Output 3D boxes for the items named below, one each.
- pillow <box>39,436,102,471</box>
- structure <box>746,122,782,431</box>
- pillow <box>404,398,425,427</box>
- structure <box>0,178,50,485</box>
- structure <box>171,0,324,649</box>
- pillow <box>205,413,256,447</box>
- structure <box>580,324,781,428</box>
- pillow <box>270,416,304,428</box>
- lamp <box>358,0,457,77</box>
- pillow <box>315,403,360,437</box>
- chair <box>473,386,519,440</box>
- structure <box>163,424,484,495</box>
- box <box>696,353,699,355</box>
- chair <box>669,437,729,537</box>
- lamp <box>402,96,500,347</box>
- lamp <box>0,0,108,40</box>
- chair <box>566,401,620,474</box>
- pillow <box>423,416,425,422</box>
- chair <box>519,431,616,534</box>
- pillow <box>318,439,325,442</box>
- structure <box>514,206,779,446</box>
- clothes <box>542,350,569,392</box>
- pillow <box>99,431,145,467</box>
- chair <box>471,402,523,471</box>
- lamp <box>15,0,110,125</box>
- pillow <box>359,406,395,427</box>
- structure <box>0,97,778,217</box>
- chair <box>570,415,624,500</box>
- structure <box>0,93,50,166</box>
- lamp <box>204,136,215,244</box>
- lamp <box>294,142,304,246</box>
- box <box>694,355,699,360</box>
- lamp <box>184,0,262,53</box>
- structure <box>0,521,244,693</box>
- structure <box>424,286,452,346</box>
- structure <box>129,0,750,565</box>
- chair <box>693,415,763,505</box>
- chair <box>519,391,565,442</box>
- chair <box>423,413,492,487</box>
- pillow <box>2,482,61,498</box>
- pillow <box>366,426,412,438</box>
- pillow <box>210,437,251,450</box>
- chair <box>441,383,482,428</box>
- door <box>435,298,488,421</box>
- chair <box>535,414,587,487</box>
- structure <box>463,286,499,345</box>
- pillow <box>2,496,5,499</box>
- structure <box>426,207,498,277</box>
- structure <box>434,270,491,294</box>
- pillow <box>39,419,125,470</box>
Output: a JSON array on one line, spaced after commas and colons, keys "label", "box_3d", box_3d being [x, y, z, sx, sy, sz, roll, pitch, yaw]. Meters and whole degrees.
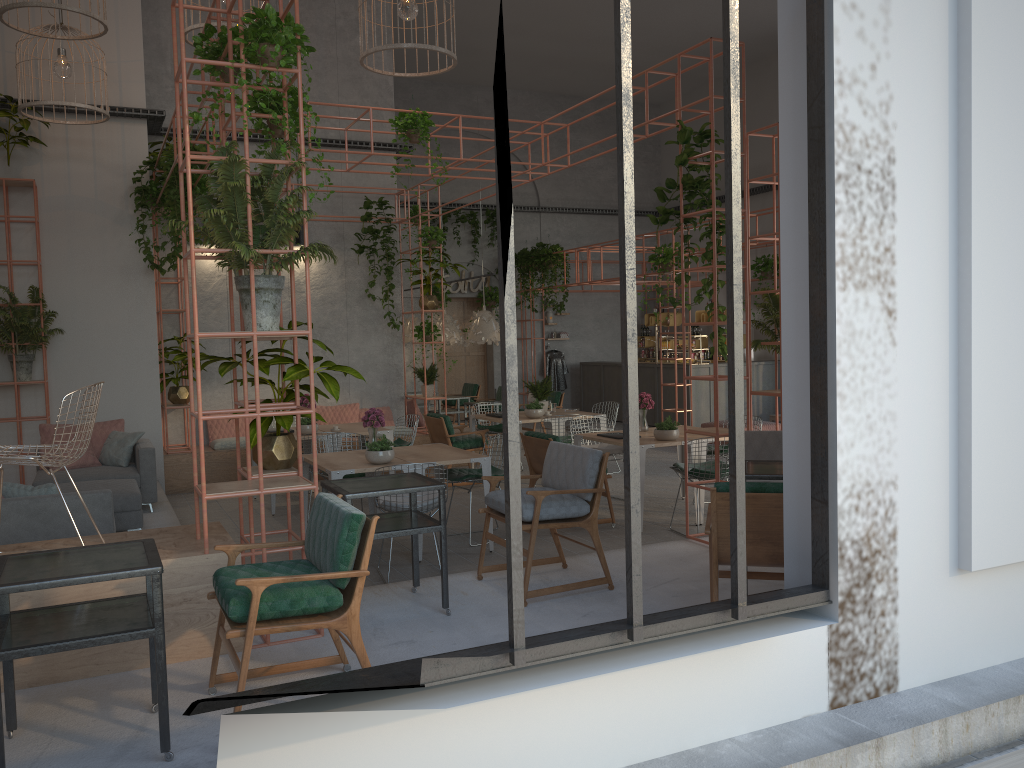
[{"label": "pillow", "box_3d": [-4.561, 0.719, 9.160, 0.479, 0.317, 0.441, -5, 4, -44]}, {"label": "structure", "box_3d": [2.477, -0.425, 7.856, 0.624, 3.602, 0.424, -3, 3, -25]}, {"label": "pillow", "box_3d": [-1.641, 0.437, 13.891, 0.276, 0.474, 0.839, -4, 4, -35]}, {"label": "structure", "box_3d": [-5.723, -0.523, 10.196, 0.624, 3.596, 0.424, -3, 3, -25]}, {"label": "structure", "box_3d": [-1.366, -0.356, 4.885, 0.748, 3.623, 0.722, -3, 3, -25]}, {"label": "pillow", "box_3d": [-3.785, 0.586, 12.226, 0.839, 0.474, 0.276, -4, 4, -35]}, {"label": "structure", "box_3d": [3.566, -0.255, 18.727, 2.579, 2.022, 4.057, -3, 3, -25]}, {"label": "pillow", "box_3d": [-3.194, 0.603, 12.483, 0.666, 0.385, 0.289, -3, 4, -30]}, {"label": "lamp", "box_3d": [-0.992, -4.668, 8.015, 0.883, 3.476, 0.883, 0, 3, 27]}, {"label": "pillow", "box_3d": [-2.610, 0.525, 12.733, 0.839, 0.474, 0.276, -2, 3, -5]}, {"label": "chair", "box_3d": [-0.304, 0.524, 16.577, 0.685, 0.930, 0.722, -3, 3, -25]}, {"label": "structure", "box_3d": [-3.637, 0.932, 14.711, 4.386, 0.500, 5.831, -3, 3, -25]}, {"label": "box", "box_3d": [3.996, -0.662, 19.025, 0.058, 0.093, 0.122, -2, 3, -14]}, {"label": "chair", "box_3d": [1.795, 0.909, 8.149, 0.565, 0.941, 0.717, -2, 3, -9]}, {"label": "lamp", "box_3d": [-1.264, -2.692, 16.035, 0.704, 4.052, 4.456, -3, 3, -25]}, {"label": "lamp", "box_3d": [-4.190, -4.993, 7.935, 0.883, 3.476, 0.883, 0, 3, 27]}, {"label": "chair", "box_3d": [1.085, 0.725, 11.921, 0.717, 0.941, 0.565, -3, 4, -29]}, {"label": "pillow", "box_3d": [-1.300, 0.597, 14.179, 0.491, 0.149, 0.637, -3, 3, -24]}, {"label": "chair", "box_3d": [0.522, 0.921, 8.664, 0.685, 0.917, 0.722, -3, 3, -25]}, {"label": "pillow", "box_3d": [-2.718, 0.740, 12.270, 0.637, 0.149, 0.491, -3, 3, -24]}, {"label": "structure", "box_3d": [4.671, -0.839, 14.018, 4.157, 4.247, 14.689, -3, 3, -25]}, {"label": "clothes", "box_3d": [1.005, -0.278, 20.177, 0.366, 0.997, 0.625, 1, 4, 45]}, {"label": "pillow", "box_3d": [-4.130, 0.680, 9.302, 0.495, 0.349, 0.308, 0, 3, 24]}, {"label": "chair", "box_3d": [-0.218, 0.740, 12.327, 0.565, 0.941, 0.717, -3, 3, -24]}, {"label": "lamp", "box_3d": [-4.878, -4.638, 9.484, 0.883, 3.476, 0.883, 0, 3, 27]}, {"label": "pillow", "box_3d": [-2.037, 0.541, 13.030, 0.666, 0.385, 0.289, -3, 4, -30]}, {"label": "structure", "box_3d": [-0.037, -3.433, 11.363, 15.603, 0.110, 15.203, -3, 3, -25]}, {"label": "chair", "box_3d": [0.992, 0.841, 9.822, 0.565, 0.941, 0.717, -3, 3, -24]}, {"label": "structure", "box_3d": [-5.665, -2.862, 9.972, 0.934, 0.803, 0.903, 1, 4, 36]}, {"label": "lamp", "box_3d": [-4.070, -2.610, 11.937, 0.179, 1.425, 0.185, -3, 3, -25]}, {"label": "lamp", "box_3d": [-2.979, -2.669, 12.453, 0.179, 1.425, 0.185, -3, 3, -25]}, {"label": "box", "box_3d": [3.964, -0.567, 19.011, 0.058, 0.093, 0.122, -3, 3, -25]}, {"label": "lamp", "box_3d": [-3.008, -5.309, 9.140, 0.883, 3.476, 0.883, 0, 3, 27]}, {"label": "structure", "box_3d": [-4.072, 0.892, 6.333, 3.396, 1.111, 9.152, -3, 3, -25]}, {"label": "structure", "box_3d": [-1.715, -1.573, 19.011, 0.921, 1.527, 0.950, -1, 3, 8]}, {"label": "structure", "box_3d": [-2.844, -1.089, 12.203, 4.501, 4.345, 14.096, -3, 3, -27]}, {"label": "chair", "box_3d": [2.294, 0.826, 9.416, 0.717, 0.941, 0.565, -3, 4, -29]}, {"label": "chair", "box_3d": [0.455, 0.589, 14.979, 0.685, 0.929, 0.722, -3, 3, -25]}, {"label": "chair", "box_3d": [-0.687, 0.820, 11.170, 0.685, 0.917, 0.722, -3, 3, -25]}, {"label": "pillow", "box_3d": [-3.414, 0.850, 6.401, 0.499, 0.324, 0.307, -1, 3, 10]}, {"label": "pillow", "box_3d": [-1.800, 0.691, 12.704, 0.637, 0.149, 0.491, -3, 3, -24]}, {"label": "pillow", "box_3d": [-3.665, 0.791, 11.822, 0.637, 0.149, 0.491, -3, 3, -24]}, {"label": "chair", "box_3d": [-1.047, 0.461, 18.142, 0.685, 0.930, 0.722, -3, 3, -25]}, {"label": "door", "box_3d": [-1.301, -0.557, 19.985, 1.360, 2.729, 0.551, -3, 3, -25]}, {"label": "chair", "box_3d": [0.585, 0.808, 10.654, 0.565, 0.941, 0.717, -2, 3, -9]}, {"label": "structure", "box_3d": [-0.540, -1.619, 19.614, 0.950, 1.527, 0.921, -3, 3, -27]}, {"label": "pillow", "box_3d": [-3.787, 0.806, 6.484, 0.289, 0.385, 0.666, -3, 3, -25]}, {"label": "structure", "box_3d": [-1.039, -3.049, 19.094, 1.939, 1.514, 0.856, -3, 4, -31]}, {"label": "structure", "box_3d": [-1.066, -2.216, 19.233, 1.312, 0.505, 0.063, -3, 3, -25]}, {"label": "pillow", "box_3d": [-4.570, 0.639, 9.449, 0.836, 0.476, 0.273, -3, 3, -25]}]
